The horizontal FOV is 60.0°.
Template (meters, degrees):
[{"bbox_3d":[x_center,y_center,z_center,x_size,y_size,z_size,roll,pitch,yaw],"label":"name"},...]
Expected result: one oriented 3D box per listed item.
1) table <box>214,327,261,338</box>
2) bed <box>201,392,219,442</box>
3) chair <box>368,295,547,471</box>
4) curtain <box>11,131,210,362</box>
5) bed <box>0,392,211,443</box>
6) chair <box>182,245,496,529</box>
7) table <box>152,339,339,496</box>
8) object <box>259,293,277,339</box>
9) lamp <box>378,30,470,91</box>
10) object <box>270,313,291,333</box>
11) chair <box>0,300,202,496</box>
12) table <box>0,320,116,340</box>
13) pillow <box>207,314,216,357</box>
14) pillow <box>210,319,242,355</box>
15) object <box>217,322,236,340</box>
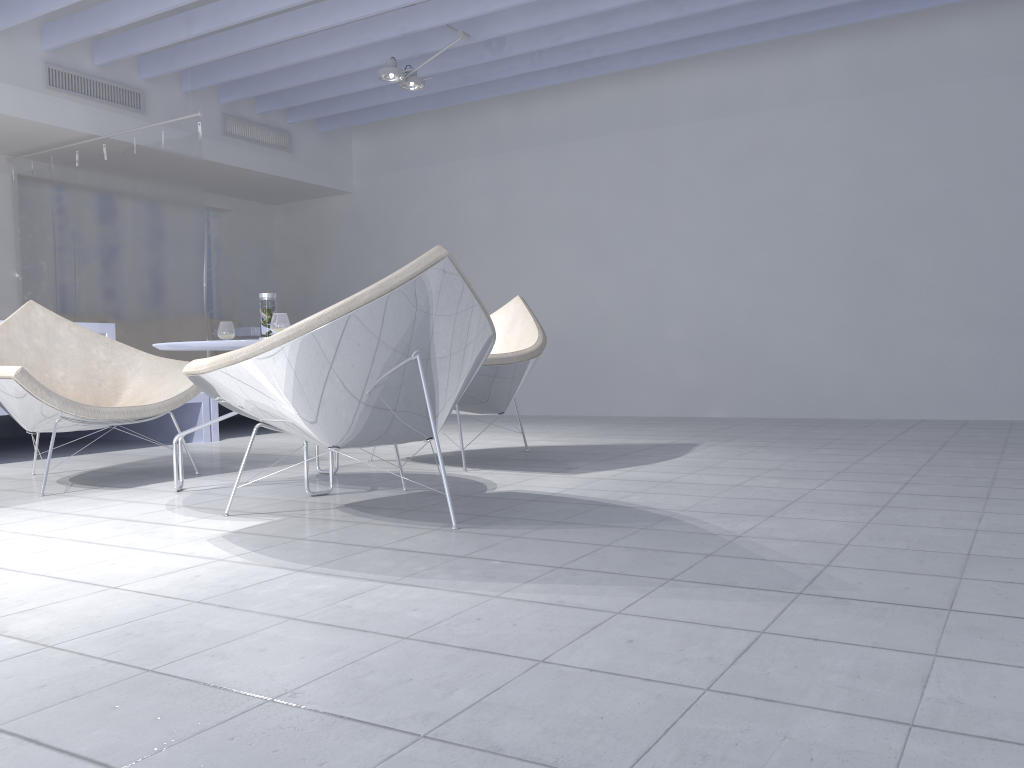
[{"bbox_3d":[-1.866,-0.223,7.257,0.416,0.450,1.065,-1,2,31],"label":"table"},{"bbox_3d":[-2.116,0.106,6.811,2.016,0.427,2.200,-1,2,31],"label":"bed"},{"bbox_3d":[-0.193,-0.038,4.065,0.753,0.759,0.906,-3,2,-45],"label":"chair"},{"bbox_3d":[-2.691,-0.726,5.839,1.998,1.559,0.125,-1,2,29],"label":"curtain"},{"bbox_3d":[-3.244,0.185,4.911,2.016,0.427,2.200,-1,2,31],"label":"bed"},{"bbox_3d":[-0.405,0.005,2.626,0.906,0.759,0.753,-3,2,-42],"label":"chair"},{"bbox_3d":[-0.881,0.113,3.293,0.825,0.534,0.823,-1,2,8],"label":"table"},{"bbox_3d":[-0.912,-0.246,3.323,0.075,0.185,0.075,-2,2,-6],"label":"object"},{"bbox_3d":[-0.526,-2.036,5.553,0.587,0.218,0.380,-1,2,31],"label":"lamp"},{"bbox_3d":[-0.789,-0.195,3.022,0.068,0.091,0.068,-1,2,21],"label":"object"},{"bbox_3d":[-1.793,0.015,3.643,0.753,0.759,0.906,0,2,35],"label":"chair"},{"bbox_3d":[-2.994,-0.144,5.356,0.416,0.450,1.065,-1,2,31],"label":"table"},{"bbox_3d":[-2.777,-0.336,7.528,0.537,0.527,0.233,-3,2,-39],"label":"pillow"},{"bbox_3d":[-2.578,-0.328,7.912,0.230,0.521,0.524,-1,2,29],"label":"pillow"},{"bbox_3d":[-1.122,-0.199,3.486,0.068,0.091,0.068,-1,2,21],"label":"object"}]
